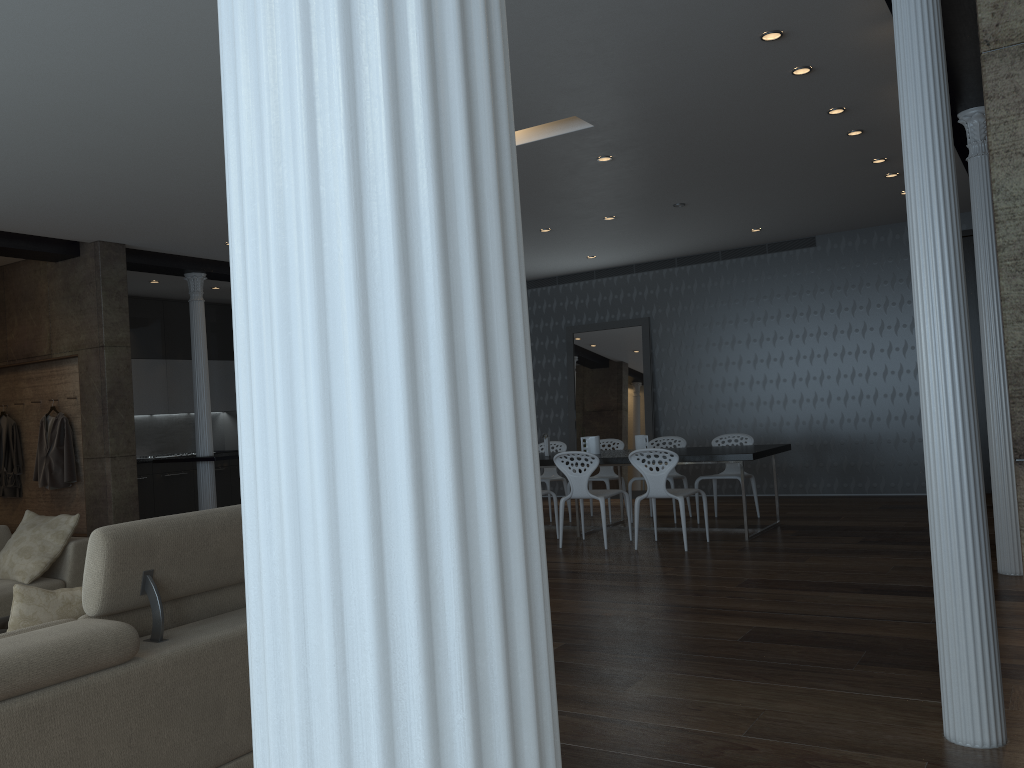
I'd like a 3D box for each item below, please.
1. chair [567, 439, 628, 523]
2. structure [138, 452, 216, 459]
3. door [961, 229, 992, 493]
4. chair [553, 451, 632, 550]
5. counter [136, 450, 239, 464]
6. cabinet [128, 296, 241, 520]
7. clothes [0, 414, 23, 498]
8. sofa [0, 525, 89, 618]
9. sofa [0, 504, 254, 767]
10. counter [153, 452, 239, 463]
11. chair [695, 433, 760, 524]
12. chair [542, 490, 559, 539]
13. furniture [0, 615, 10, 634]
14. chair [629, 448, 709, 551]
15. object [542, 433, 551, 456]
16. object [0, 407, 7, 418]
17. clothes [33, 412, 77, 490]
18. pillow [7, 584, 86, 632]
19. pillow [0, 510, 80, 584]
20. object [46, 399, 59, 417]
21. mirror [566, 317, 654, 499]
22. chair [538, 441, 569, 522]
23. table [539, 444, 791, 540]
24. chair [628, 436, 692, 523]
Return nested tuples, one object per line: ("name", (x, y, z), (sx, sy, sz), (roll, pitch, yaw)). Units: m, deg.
("chair", (0.932, 1.017, 9.439), (0.495, 0.835, 0.581), (-5, -2, 32))
("structure", (-4.420, 0.947, 11.638), (0.520, 0.066, 0.900), (-5, -2, 32))
("door", (4.982, -0.235, 9.472), (1.000, 2.814, 0.246), (-5, -2, 32))
("chair", (0.677, 0.980, 7.691), (0.495, 0.835, 0.581), (-5, -2, 32))
("counter", (-4.768, 1.064, 11.144), (0.807, 0.223, 3.597), (-5, -2, 32))
("cabinet", (-3.799, 0.348, 12.779), (0.827, 2.980, 7.409), (-5, -2, 32))
("clothes", (-5.163, 0.734, 8.999), (0.569, 0.855, 0.141), (-5, -2, 32))
("sofa", (-3.644, 1.114, 4.675), (1.021, 0.950, 2.581), (-5, -2, 32))
("sofa", (-1.149, 0.903, 3.122), (1.021, 0.950, 2.581), (-5, -2, 32))
("counter", (-2.456, 0.781, 10.821), (1.000, 0.040, 3.700), (-5, -2, 32))
("chair", (2.121, 0.916, 8.698), (0.495, 0.835, 0.581), (-5, -2, 32))
("chair", (0.058, 1.032, 8.087), (0.495, 0.835, 0.581), (-5, -2, 32))
("furniture", (-2.025, 1.272, 4.202), (1.057, 0.355, 1.057), (-5, -2, 34))
("chair", (1.277, 0.929, 7.340), (0.495, 0.835, 0.581), (-5, -2, 32))
("object", (0.337, 0.607, 8.899), (0.076, 0.233, 0.161), (-4, -2, 13))
("object", (-5.175, 0.321, 9.022), (0.430, 0.219, 0.010), (-5, -2, 32))
("clothes", (-4.409, 0.644, 8.518), (0.700, 0.735, 0.173), (-5, -2, 30))
("pillow", (-1.352, 0.787, 2.810), (0.368, 0.416, 0.519), (-5, -2, 36))
("pillow", (-2.925, 0.982, 5.422), (0.518, 0.393, 0.395), (-5, -2, 28))
("object", (-4.418, 0.256, 8.537), (0.430, 0.219, 0.010), (-5, -2, 32))
("mirror", (1.266, 0.331, 11.520), (1.200, 2.294, 0.240), (-5, -2, 32))
("chair", (0.337, 1.068, 9.809), (0.495, 0.835, 0.581), (-5, -2, 32))
("table", (0.871, 1.048, 8.647), (3.400, 0.733, 1.200), (-5, -2, 32))
("chair", (1.527, 0.967, 9.068), (0.495, 0.835, 0.581), (-5, -2, 32))
